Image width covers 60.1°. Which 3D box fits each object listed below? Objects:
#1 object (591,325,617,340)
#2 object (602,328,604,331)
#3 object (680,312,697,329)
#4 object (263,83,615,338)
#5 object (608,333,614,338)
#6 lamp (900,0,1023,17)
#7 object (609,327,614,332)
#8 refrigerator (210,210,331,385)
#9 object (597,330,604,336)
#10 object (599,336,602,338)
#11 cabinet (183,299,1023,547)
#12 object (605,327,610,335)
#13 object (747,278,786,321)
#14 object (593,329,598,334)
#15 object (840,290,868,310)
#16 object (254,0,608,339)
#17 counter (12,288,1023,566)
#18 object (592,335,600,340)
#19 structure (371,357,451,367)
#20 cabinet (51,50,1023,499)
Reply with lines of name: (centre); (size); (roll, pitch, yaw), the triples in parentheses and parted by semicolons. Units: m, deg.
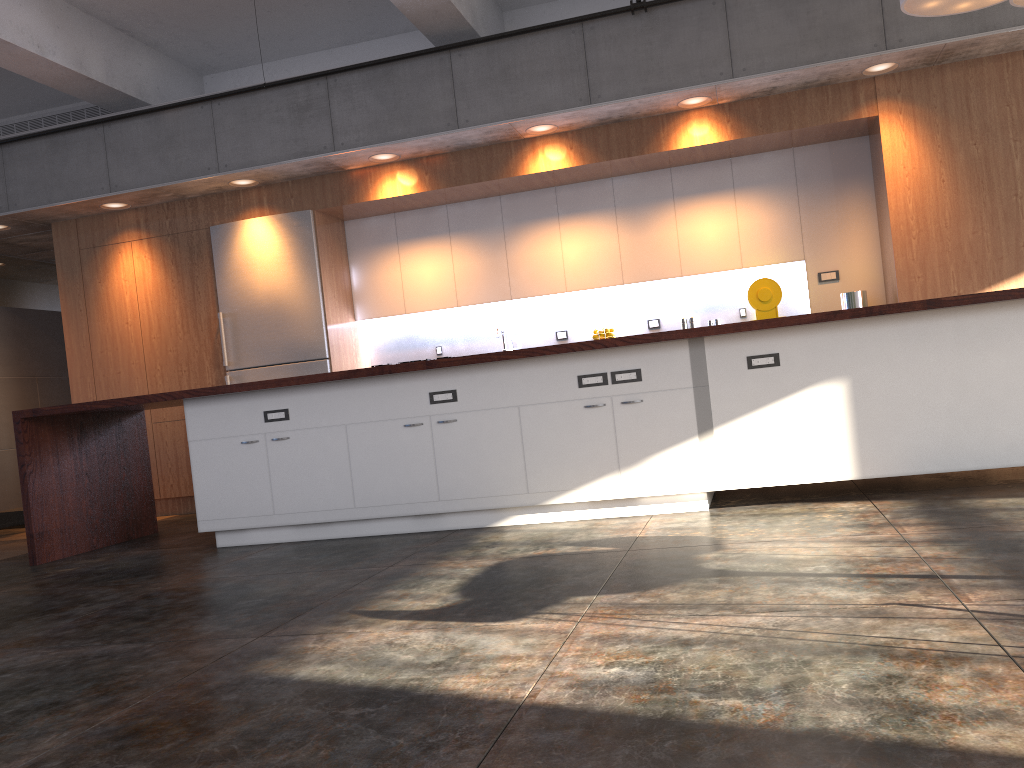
object: (-4.812, 0.783, 10.267); (12.990, 1.215, 0.963); (-7, 0, 24)
object: (-4.185, -0.949, 7.894); (9.856, 2.165, 0.059); (-6, 1, 7)
object: (1.461, -0.493, 7.327); (0.143, 0.210, 0.060); (-6, 1, 14)
object: (0.816, -0.396, 7.296); (0.061, 0.053, 0.052); (-6, 0, 21)
object: (-4.412, -0.872, 9.881); (11.622, 2.211, 0.063); (-7, 0, 27)
lamp: (2.747, -2.249, 4.809); (1.098, 0.130, 0.990); (-6, -1, -30)
object: (0.813, -0.441, 7.275); (0.053, 0.051, 0.063); (-6, 0, 7)
refrigerator: (-1.992, -0.306, 7.530); (0.949, 2.191, 0.221); (-6, 1, 10)
object: (-2.750, -1.095, 7.526); (6.846, 2.169, 0.053); (-6, 1, 5)
object: (-2.157, -1.160, 7.418); (5.628, 2.191, 0.056); (-6, 1, 2)
cabinet: (0.901, 0.244, 5.111); (5.597, 0.930, 0.930); (-6, 0, 13)
object: (0.774, -0.433, 7.238); (0.051, 0.060, 0.058); (-6, 0, 37)
object: (1.988, -0.636, 6.927); (0.272, 0.381, 0.100); (-6, 1, 13)
object: (0.701, -0.429, 7.347); (0.060, 0.060, 0.049); (-6, 0, -41)
object: (2.573, -0.604, 6.655); (0.194, 0.170, 0.187); (-6, 0, -27)
object: (0.764, -0.394, 7.271); (0.052, 0.053, 0.062); (-6, 0, -38)
counter: (0.314, 0.281, 5.260); (6.595, 0.971, 1.152); (-6, 0, 13)
object: (-0.587, -1.339, 7.018); (2.431, 2.229, 0.053); (-6, 1, -11)
structure: (-0.578, -0.108, 5.671); (0.634, 0.072, 0.516); (-6, -1, 14)
cabinet: (0.199, -0.635, 8.190); (8.033, 2.563, 2.400); (-6, 0, 13)
